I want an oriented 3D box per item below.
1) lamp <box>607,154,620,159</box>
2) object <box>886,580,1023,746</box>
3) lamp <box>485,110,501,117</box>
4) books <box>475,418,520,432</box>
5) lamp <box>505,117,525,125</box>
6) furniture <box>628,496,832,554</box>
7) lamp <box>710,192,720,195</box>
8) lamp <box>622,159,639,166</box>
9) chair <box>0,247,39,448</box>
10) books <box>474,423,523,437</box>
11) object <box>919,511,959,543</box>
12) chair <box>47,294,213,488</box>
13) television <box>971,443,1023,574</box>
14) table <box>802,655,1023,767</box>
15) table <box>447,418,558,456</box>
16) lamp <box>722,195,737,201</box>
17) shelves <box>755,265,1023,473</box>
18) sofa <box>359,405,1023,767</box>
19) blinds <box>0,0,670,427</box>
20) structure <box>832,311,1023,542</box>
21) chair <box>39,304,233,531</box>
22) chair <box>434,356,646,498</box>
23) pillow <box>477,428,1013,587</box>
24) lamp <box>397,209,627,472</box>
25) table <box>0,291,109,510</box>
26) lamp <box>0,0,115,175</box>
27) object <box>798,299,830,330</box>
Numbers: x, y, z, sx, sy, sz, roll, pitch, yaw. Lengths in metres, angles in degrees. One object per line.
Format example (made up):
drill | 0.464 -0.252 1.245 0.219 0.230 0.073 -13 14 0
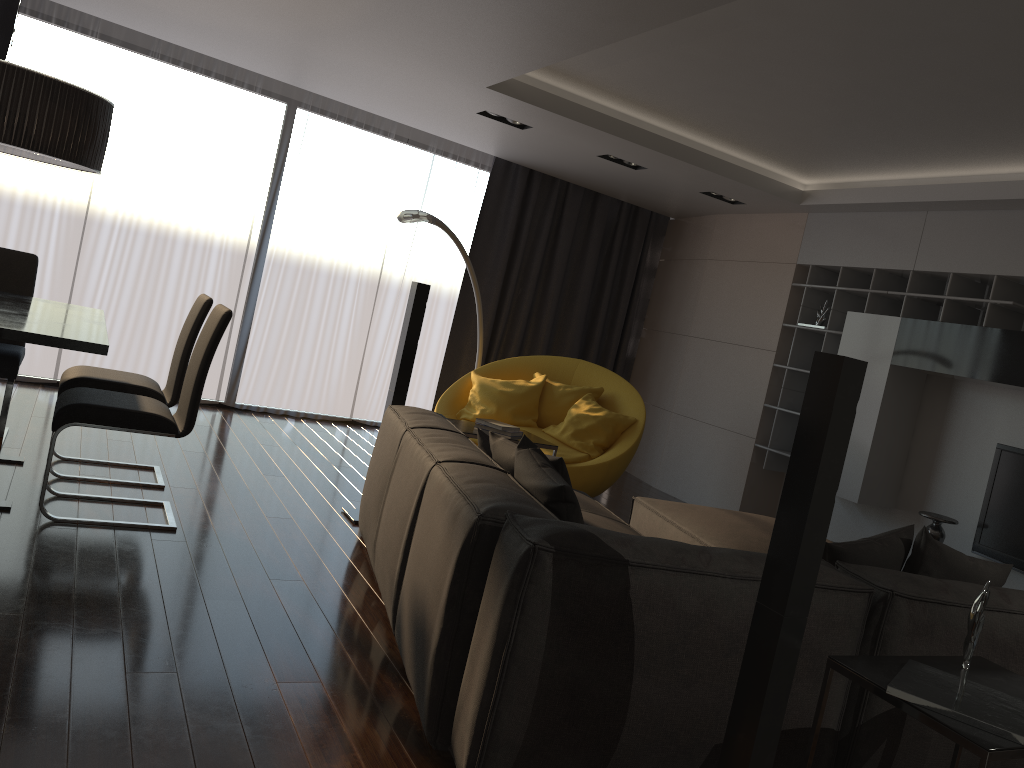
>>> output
lamp | 0.743 -1.695 6.446 0.180 0.077 0.174 12 4 -9
object | 1.054 0.585 2.002 0.272 0.287 0.298 14 4 32
lamp | -0.120 -1.854 5.942 0.186 0.077 0.168 10 4 -33
books | -0.081 0.228 4.920 0.195 0.022 0.163 16 5 37
lamp | 0.041 -1.824 6.037 0.182 0.077 0.172 12 4 -17
furniture | 1.265 0.936 4.618 1.131 0.439 1.062 11 4 -19
lamp | 1.606 -1.536 6.950 0.180 0.077 0.174 12 4 -9
lamp | 0.904 -1.665 6.540 0.182 0.077 0.172 12 4 -17
chair | -2.716 -0.217 4.452 0.447 0.963 0.547 11 3 -28
books | -0.073 0.254 4.916 0.224 0.023 0.168 14 4 20
object | 2.610 1.052 5.490 0.252 0.474 0.227 11 3 -36
chair | -1.899 -0.025 4.365 0.598 0.963 0.409 11 3 -29
television | 3.179 0.804 4.968 0.151 0.713 1.054 11 4 -27
table | 1.066 1.016 2.110 0.628 0.562 0.431 11 3 -29
table | -0.163 0.534 4.910 0.628 0.562 0.431 11 3 -29
lamp | 1.767 -1.507 7.044 0.182 0.077 0.172 12 4 -17
shelves | 2.593 0.028 6.124 0.396 1.598 1.839 11 3 -27
sofa | 0.879 0.786 3.662 2.828 0.702 2.406 11 4 -19
blinds | -1.916 -1.180 6.718 7.883 2.890 0.711 10 3 -36
structure | 2.919 0.586 5.157 0.502 1.764 2.759 11 4 -27
chair | -1.613 0.083 3.768 0.598 0.963 0.409 11 3 -29
chair | 0.201 0.288 6.307 1.456 1.004 1.185 14 4 27
pillow | 0.620 0.513 3.045 2.027 0.430 1.096 14 4 23
lamp | 0.380 -0.169 7.676 0.552 1.776 4.463 15 4 41
table | -2.384 0.017 3.724 1.088 0.759 1.532 11 4 -28
lamp | -2.050 -1.524 3.647 0.814 1.101 0.795 12 3 -4
object | 2.376 -0.512 6.623 0.298 0.227 0.272 11 4 -28
